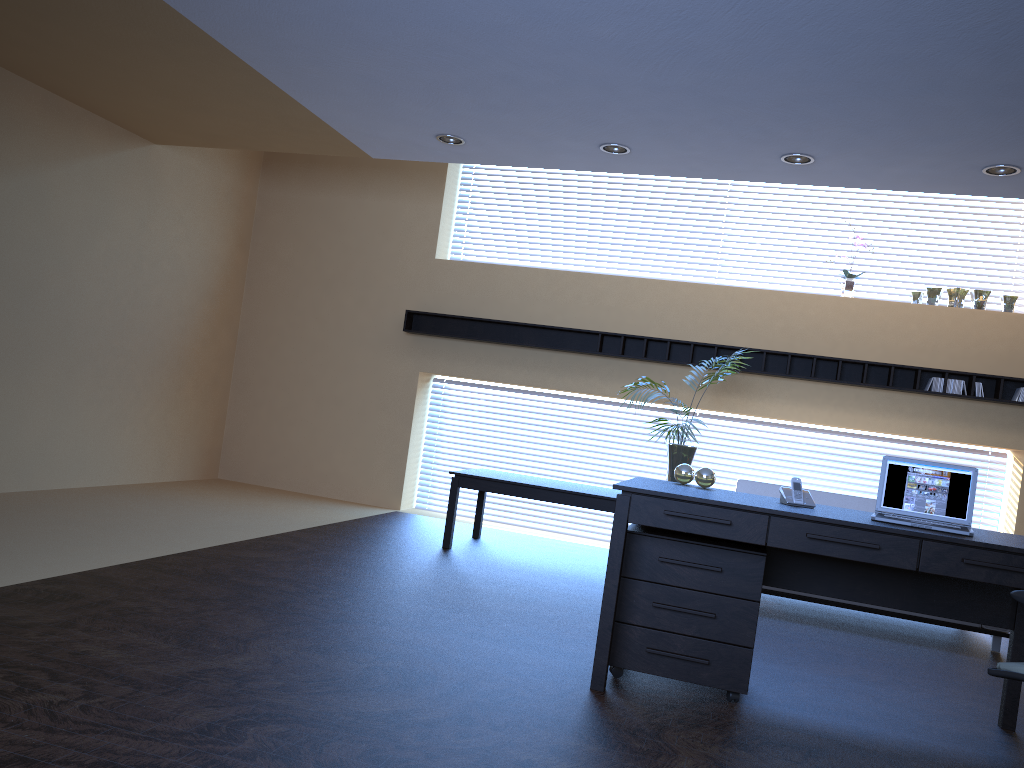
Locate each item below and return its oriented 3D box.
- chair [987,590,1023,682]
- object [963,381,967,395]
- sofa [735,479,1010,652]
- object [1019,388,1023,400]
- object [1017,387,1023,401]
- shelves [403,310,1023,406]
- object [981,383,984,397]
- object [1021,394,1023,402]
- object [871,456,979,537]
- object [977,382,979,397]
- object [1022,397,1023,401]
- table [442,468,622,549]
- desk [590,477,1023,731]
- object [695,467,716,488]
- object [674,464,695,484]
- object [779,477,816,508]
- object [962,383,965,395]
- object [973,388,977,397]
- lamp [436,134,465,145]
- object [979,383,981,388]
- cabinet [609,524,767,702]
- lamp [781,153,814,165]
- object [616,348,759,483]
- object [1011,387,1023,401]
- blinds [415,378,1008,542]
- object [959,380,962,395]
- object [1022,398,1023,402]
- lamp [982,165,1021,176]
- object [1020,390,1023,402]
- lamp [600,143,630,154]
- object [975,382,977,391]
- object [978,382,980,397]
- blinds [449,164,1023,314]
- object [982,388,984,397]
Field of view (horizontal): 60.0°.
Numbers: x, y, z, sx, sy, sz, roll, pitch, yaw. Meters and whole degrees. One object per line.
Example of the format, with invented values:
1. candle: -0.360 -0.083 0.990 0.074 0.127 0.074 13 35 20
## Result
1. chair: 1.843 0.874 2.554 0.833 1.215 0.767 8 -1 -28
2. object: 3.788 0.039 7.442 0.040 0.118 0.142 8 -1 16
3. sofa: 2.465 1.261 6.580 2.055 0.848 1.015 8 -1 15
4. object: 4.190 0.090 7.332 0.026 0.117 0.140 8 -1 16
5. object: 4.191 0.090 7.333 0.030 0.120 0.142 8 -1 15
6. shelves: 1.999 -0.237 7.405 6.616 0.213 1.251 7 -2 15
7. object: 3.912 0.055 7.407 0.040 0.118 0.142 8 -1 15
8. object: 4.210 0.093 7.328 0.026 0.117 0.140 8 -1 15
9. object: 1.786 0.474 3.828 0.389 0.283 0.323 7 -1 25
10. object: 3.877 0.049 7.414 0.030 0.120 0.142 8 -1 15
11. object: 4.211 0.093 7.330 0.030 0.120 0.142 8 -1 15
12. table: 0.489 1.128 7.115 1.893 0.603 0.899 7 -1 15
13. desk: 1.391 1.016 3.967 1.893 0.890 0.915 8 -1 15
14. object: 0.974 0.470 4.465 0.105 0.105 0.105 7 -1 34
15. object: 0.884 0.460 4.542 0.105 0.105 0.105 7 -1 34
16. object: 1.318 0.496 4.084 0.130 0.126 0.146 8 -1 0
17. object: 3.788 0.039 7.444 0.041 0.122 0.142 8 -1 15
18. object: 3.868 0.048 7.420 0.030 0.124 0.142 8 -1 15
19. lamp: -0.439 -1.810 6.416 0.209 0.096 0.208 8 -1 15
20. object: 3.899 0.052 7.415 0.030 0.120 0.142 8 -1 15
21. cabinet: 0.813 1.047 4.136 0.634 0.680 0.501 8 -1 15
22. lamp: 1.868 -1.509 5.780 0.208 0.096 0.209 8 -1 -15
23. object: 1.605 0.656 7.395 1.038 1.859 1.899 8 -1 35
24. object: 4.175 0.089 7.333 0.040 0.118 0.142 8 -1 15
25. blinds: 1.670 0.946 8.472 5.386 1.367 0.047 7 0 15
26. object: 3.756 0.033 7.452 0.009 0.120 0.142 8 -1 15
27. object: 4.221 0.094 7.327 0.030 0.120 0.142 8 -1 15
28. lamp: 3.021 -1.359 5.462 0.208 0.096 0.209 8 -1 -3
29. object: 4.200 0.092 7.329 0.030 0.120 0.142 8 -1 15
30. lamp: 0.714 -1.660 6.098 0.208 0.096 0.209 8 -1 -15
31. object: 3.867 0.048 7.416 0.030 0.120 0.142 8 -1 15
32. object: 3.888 0.051 7.414 0.030 0.120 0.142 8 -1 15
33. blinds: 2.024 -1.606 8.479 5.386 1.461 0.039 7 0 15
34. object: 3.912 0.055 7.406 0.036 0.116 0.140 8 -1 16
